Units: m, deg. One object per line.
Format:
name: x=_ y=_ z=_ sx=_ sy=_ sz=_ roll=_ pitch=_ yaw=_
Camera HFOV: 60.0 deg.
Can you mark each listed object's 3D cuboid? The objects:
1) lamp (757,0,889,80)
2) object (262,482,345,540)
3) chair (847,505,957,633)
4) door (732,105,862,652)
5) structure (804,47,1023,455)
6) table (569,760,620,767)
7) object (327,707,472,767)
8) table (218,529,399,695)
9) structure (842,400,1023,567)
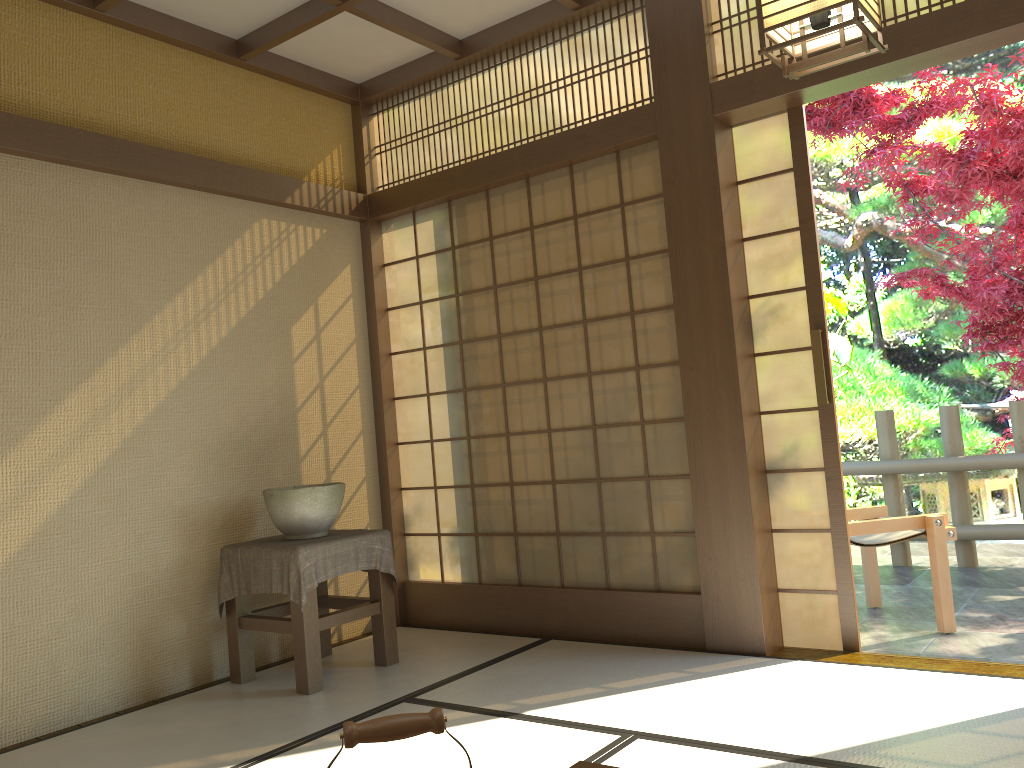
lamp: x=0.695 y=-1.318 z=2.132 sx=0.240 sy=1.129 sz=0.240 roll=-7 pitch=-4 yaw=36
object: x=-0.915 y=0.566 z=3.931 sx=0.358 sy=0.230 sz=0.357 roll=-5 pitch=-3 yaw=6
chair: x=1.684 y=0.885 z=4.392 sx=0.704 sy=0.598 sz=0.698 roll=-4 pitch=-3 yaw=-7
door: x=0.533 y=0.065 z=4.154 sx=1.894 sy=2.380 sz=0.073 roll=-7 pitch=-4 yaw=36
structure: x=3.596 y=-0.738 z=6.155 sx=3.045 sy=4.004 sz=3.412 roll=-4 pitch=-3 yaw=-21
table: x=0.243 y=0.832 z=0.957 sx=1.000 sy=0.350 sz=1.000 roll=-7 pitch=-4 yaw=36
object: x=-0.127 y=0.556 z=1.089 sx=0.219 sy=0.296 sz=0.226 roll=-7 pitch=-4 yaw=31
table: x=-0.891 y=0.973 z=3.915 sx=0.633 sy=0.595 sz=0.629 roll=-7 pitch=-4 yaw=36
structure: x=3.850 y=0.569 z=4.939 sx=7.456 sy=1.136 sz=0.245 roll=-7 pitch=-4 yaw=36
